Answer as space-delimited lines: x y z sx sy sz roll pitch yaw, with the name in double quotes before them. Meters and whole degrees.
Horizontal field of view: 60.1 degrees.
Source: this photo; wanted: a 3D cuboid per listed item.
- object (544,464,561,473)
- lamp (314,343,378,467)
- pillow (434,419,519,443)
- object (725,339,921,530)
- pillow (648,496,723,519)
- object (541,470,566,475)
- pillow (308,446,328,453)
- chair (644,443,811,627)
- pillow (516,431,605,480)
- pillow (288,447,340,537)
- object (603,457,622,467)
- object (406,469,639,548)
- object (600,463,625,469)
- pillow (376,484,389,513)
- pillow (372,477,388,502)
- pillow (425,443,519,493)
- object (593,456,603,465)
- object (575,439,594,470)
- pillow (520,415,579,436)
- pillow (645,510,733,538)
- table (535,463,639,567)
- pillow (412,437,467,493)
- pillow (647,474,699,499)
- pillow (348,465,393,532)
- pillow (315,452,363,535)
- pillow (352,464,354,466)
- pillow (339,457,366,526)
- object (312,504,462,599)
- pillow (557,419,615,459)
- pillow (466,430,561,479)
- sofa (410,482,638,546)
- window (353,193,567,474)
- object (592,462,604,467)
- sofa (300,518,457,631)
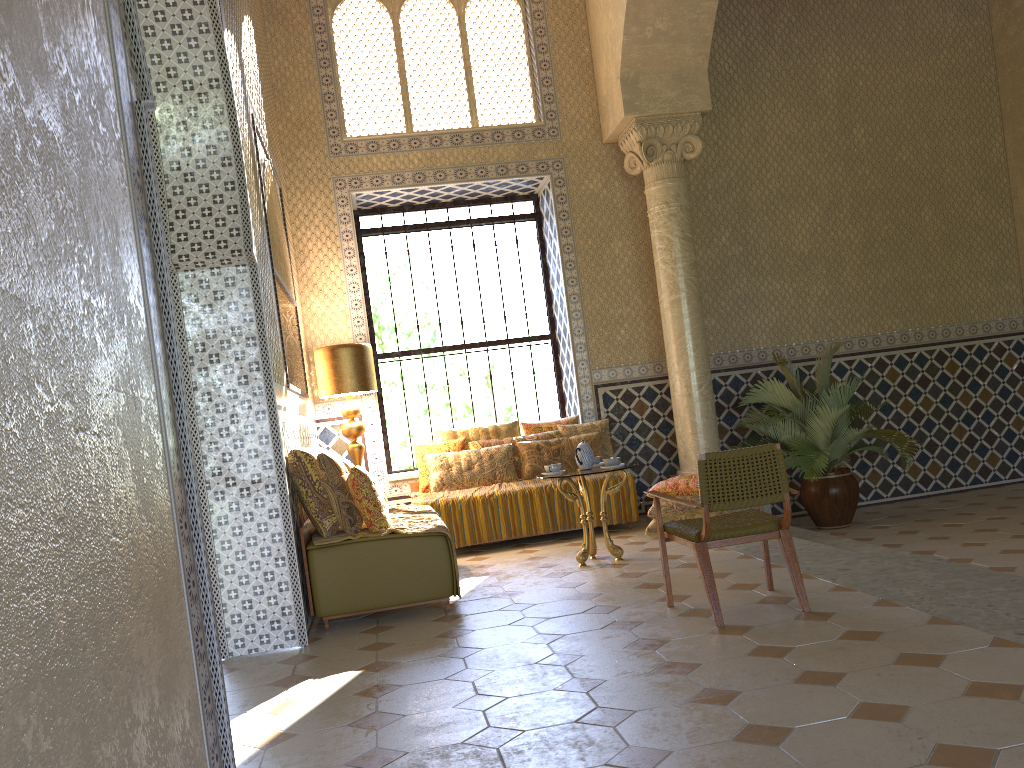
"object" 0.432 0.896 9.292 0.183 0.100 0.183 -7 -2 -28
"lamp" -1.994 0.913 11.374 0.734 2.816 0.739 -8 1 -40
"pillow" -0.419 0.970 12.201 1.191 0.833 0.422 -7 0 -9
"object" 4.249 0.664 11.822 2.635 2.504 2.169 -7 -1 -22
"pillow" 2.128 1.466 10.747 0.933 0.347 0.879 -8 -2 12
"object" 0.437 0.934 9.293 0.255 0.032 0.256 -6 -3 -30
"pillow" -1.990 1.065 9.491 0.422 0.832 1.194 -7 -1 -9
"chair" 1.610 1.071 6.614 0.949 1.210 0.907 -7 0 -9
"pillow" 0.676 0.981 11.902 1.190 0.547 0.329 -7 0 -9
"pillow" -1.812 0.995 8.308 0.422 0.832 1.194 -7 -1 -9
"object" 1.030 0.812 9.097 0.183 0.100 0.184 -7 -2 -13
"object" 0.094 1.615 11.723 2.882 0.718 1.316 -7 -2 -8
"object" 1.034 0.850 9.097 0.255 0.032 0.256 -7 -2 -12
"pillow" -1.370 1.193 8.812 0.271 0.450 0.984 -7 -2 -9
"pillow" -1.510 1.248 9.739 0.271 0.450 0.984 -7 -2 -9
"pillow" -0.526 1.128 11.721 1.190 0.547 0.329 -7 0 -9
"object" 0.888 0.855 9.717 0.183 0.100 0.183 -7 -2 -20
"object" 0.765 0.748 9.382 0.272 0.324 0.199 -7 0 -19
"pillow" 0.592 0.877 12.411 0.854 0.801 0.393 -7 0 -8
"pillow" 2.171 1.664 10.762 0.993 0.368 1.041 -8 -2 16
"table" 0.851 1.392 9.353 1.103 0.981 1.098 -8 -1 21
"pillow" -0.927 1.100 11.903 0.740 0.694 0.341 -7 0 -8
"pillow" 2.119 1.256 10.738 0.806 0.311 0.746 -8 -2 25
"pillow" -1.286 1.054 8.016 0.344 0.652 0.685 -7 -1 -9
"pillow" -1.576 0.999 8.117 0.383 0.781 0.835 -7 -1 -8
"pillow" -1.723 1.144 9.659 0.313 0.638 0.682 -7 -1 -8
"pillow" -1.607 1.068 8.865 0.340 0.693 0.742 -7 -1 -8
"object" -1.267 1.682 9.001 1.312 0.718 2.890 -7 -2 -9
"pillow" 1.042 0.859 12.199 0.740 0.694 0.341 -7 0 -8
"pillow" 0.069 1.008 12.032 1.340 0.616 0.370 -7 0 -9
"sofa" 0.125 1.622 11.791 2.846 0.938 1.275 -7 -1 -9
"window" -3.451 -0.433 12.623 8.471 3.993 0.574 -7 1 -12
"object" 0.892 0.892 9.718 0.255 0.032 0.256 -6 -3 -30
"sofa" -1.328 1.699 9.004 1.272 0.937 2.854 -7 -2 -9
